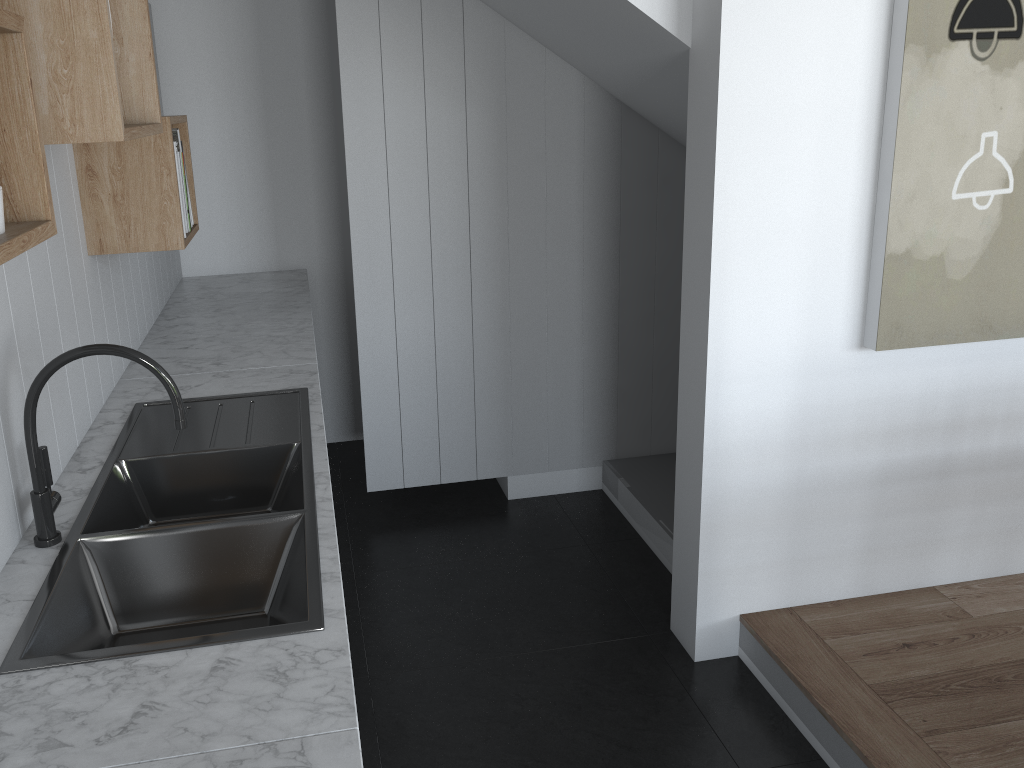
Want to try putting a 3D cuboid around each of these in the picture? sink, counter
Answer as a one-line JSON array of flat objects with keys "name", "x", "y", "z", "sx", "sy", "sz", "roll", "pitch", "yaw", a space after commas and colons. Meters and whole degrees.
[{"name": "sink", "x": -0.637, "y": 0.284, "z": 1.848, "sx": 0.448, "sy": 0.164, "sz": 1.205, "roll": -6, "pitch": 18, "yaw": -12}, {"name": "counter", "x": -0.520, "y": 0.406, "z": 1.240, "sx": 0.574, "sy": 0.020, "sz": 6.272, "roll": -6, "pitch": 18, "yaw": -12}]

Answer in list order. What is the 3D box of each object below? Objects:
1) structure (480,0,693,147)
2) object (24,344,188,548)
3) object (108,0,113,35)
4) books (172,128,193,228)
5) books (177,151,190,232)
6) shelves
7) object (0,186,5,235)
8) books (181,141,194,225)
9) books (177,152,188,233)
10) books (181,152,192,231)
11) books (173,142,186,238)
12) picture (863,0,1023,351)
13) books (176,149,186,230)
[{"name": "structure", "x": 1.158, "y": -0.658, "z": 3.099, "sx": 3.572, "sy": 2.595, "sz": 1.080, "roll": -5, "pitch": 16, "yaw": -10}, {"name": "object", "x": -0.735, "y": 0.103, "z": 1.606, "sx": 0.287, "sy": 0.369, "sz": 0.092, "roll": -5, "pitch": 16, "yaw": -10}, {"name": "object", "x": -0.782, "y": -0.576, "z": 1.465, "sx": 0.224, "sy": 0.297, "sz": 0.236, "roll": -14, "pitch": 21, "yaw": -37}, {"name": "books", "x": -1.022, "y": -0.587, "z": 2.549, "sx": 0.155, "sy": 0.286, "sz": 0.099, "roll": -5, "pitch": 16, "yaw": -11}, {"name": "books", "x": -0.999, "y": -0.539, "z": 2.501, "sx": 0.142, "sy": 0.225, "sz": 0.012, "roll": -4, "pitch": 16, "yaw": -10}, {"name": "shelves", "x": -0.641, "y": -0.313, "z": 0.913, "sx": 0.297, "sy": 0.786, "sz": 3.663, "roll": -5, "pitch": 18, "yaw": -13}, {"name": "object", "x": -0.617, "y": -0.197, "z": 0.968, "sx": 0.106, "sy": 0.072, "sz": 0.133, "roll": -13, "pitch": 20, "yaw": -32}, {"name": "books", "x": -1.018, "y": -0.580, "z": 2.576, "sx": 0.141, "sy": 0.245, "sz": 0.078, "roll": -5, "pitch": 16, "yaw": -11}, {"name": "books", "x": -0.996, "y": -0.533, "z": 2.480, "sx": 0.142, "sy": 0.223, "sz": 0.011, "roll": -4, "pitch": 16, "yaw": -10}, {"name": "books", "x": -0.999, "y": -0.542, "z": 2.514, "sx": 0.141, "sy": 0.220, "sz": 0.015, "roll": -4, "pitch": 16, "yaw": -10}, {"name": "books", "x": -0.976, "y": -0.517, "z": 2.379, "sx": 0.161, "sy": 0.254, "sz": 0.015, "roll": -4, "pitch": 16, "yaw": -10}, {"name": "picture", "x": 1.607, "y": -0.736, "z": 2.390, "sx": 1.286, "sy": 1.202, "sz": 0.061, "roll": -5, "pitch": 16, "yaw": -10}, {"name": "books", "x": -1.000, "y": -0.532, "z": 2.465, "sx": 0.148, "sy": 0.231, "sz": 0.016, "roll": -4, "pitch": 16, "yaw": -10}]
